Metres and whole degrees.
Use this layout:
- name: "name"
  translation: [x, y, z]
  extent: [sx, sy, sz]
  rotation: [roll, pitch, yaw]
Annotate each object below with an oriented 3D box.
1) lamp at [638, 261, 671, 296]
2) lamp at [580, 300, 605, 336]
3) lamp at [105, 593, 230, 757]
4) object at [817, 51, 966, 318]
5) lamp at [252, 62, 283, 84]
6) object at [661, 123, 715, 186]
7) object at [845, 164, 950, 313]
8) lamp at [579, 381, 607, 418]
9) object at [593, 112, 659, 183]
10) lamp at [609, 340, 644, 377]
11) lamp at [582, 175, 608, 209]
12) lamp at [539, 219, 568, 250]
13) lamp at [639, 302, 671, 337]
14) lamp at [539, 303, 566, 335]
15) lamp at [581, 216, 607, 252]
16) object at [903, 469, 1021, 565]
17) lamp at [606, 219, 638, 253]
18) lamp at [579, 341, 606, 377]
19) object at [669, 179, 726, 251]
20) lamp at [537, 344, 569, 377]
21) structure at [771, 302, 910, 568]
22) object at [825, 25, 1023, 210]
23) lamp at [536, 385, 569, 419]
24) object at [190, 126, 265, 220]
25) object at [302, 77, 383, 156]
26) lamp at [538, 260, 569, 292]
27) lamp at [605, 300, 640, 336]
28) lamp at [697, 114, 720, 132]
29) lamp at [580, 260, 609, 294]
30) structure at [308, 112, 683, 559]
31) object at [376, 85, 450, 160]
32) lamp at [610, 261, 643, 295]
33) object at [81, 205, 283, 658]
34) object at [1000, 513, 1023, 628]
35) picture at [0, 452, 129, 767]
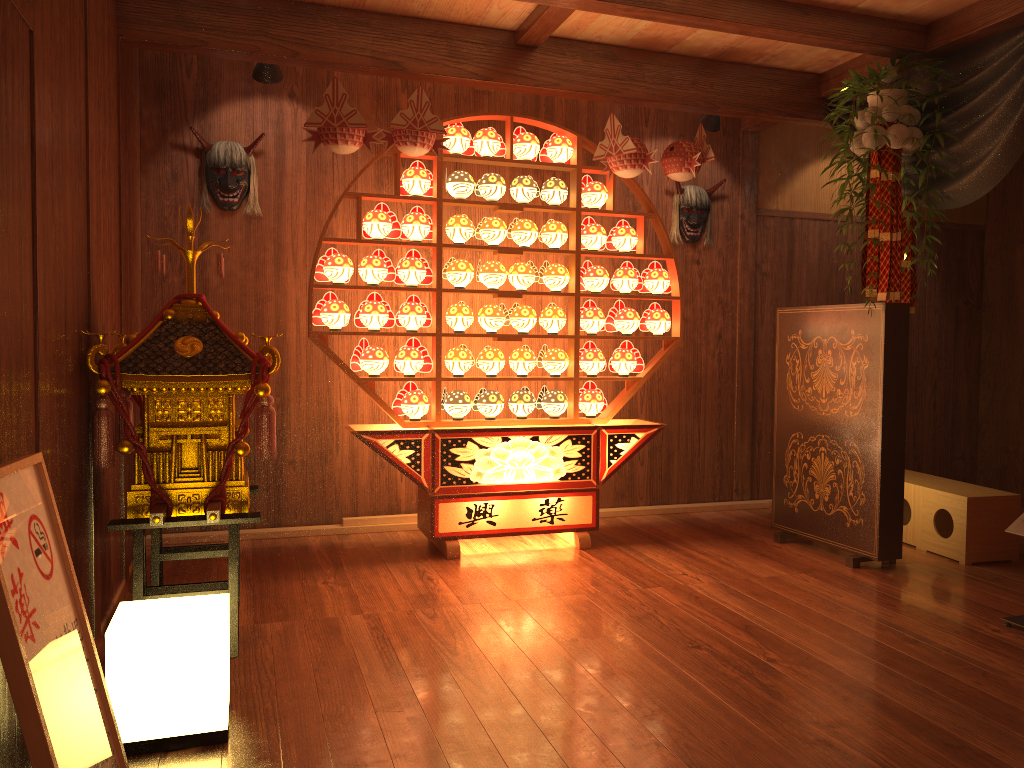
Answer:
- name: "lamp"
  translation: [0.794, -0.579, 4.821]
  extent: [0.201, 0.200, 0.156]
  rotation: [0, 3, -4]
- name: "lamp"
  translation: [0.428, -0.355, 4.700]
  extent: [0.191, 0.195, 0.155]
  rotation: [0, 3, -9]
- name: "lamp"
  translation: [-0.906, 0.763, 2.356]
  extent: [0.286, 0.315, 0.274]
  rotation: [0, 3, -18]
- name: "object"
  translation: [1.753, -0.930, 4.151]
  extent: [0.587, 1.260, 0.689]
  rotation: [-1, 3, -29]
- name: "lamp"
  translation: [-1.138, -1.493, 4.152]
  extent: [0.140, 0.176, 0.169]
  rotation: [-1, 3, -33]
- name: "object"
  translation: [0.880, -1.205, 4.571]
  extent: [0.234, 0.318, 0.357]
  rotation: [0, 3, -23]
- name: "object"
  translation: [2.185, -0.970, 5.116]
  extent: [0.768, 1.260, 0.524]
  rotation: [-1, 3, -33]
- name: "lamp"
  translation: [0.424, 0.083, 4.724]
  extent: [0.196, 0.197, 0.156]
  rotation: [0, 3, -4]
- name: "object"
  translation: [0.580, -1.191, 4.462]
  extent: [0.249, 0.314, 0.352]
  rotation: [-2, 4, -41]
- name: "lamp"
  translation: [0.603, -0.138, 4.776]
  extent: [0.197, 0.200, 0.160]
  rotation: [1, 3, 16]
- name: "lamp"
  translation: [0.443, -1.017, 4.673]
  extent: [0.207, 0.200, 0.152]
  rotation: [-1, 3, -34]
- name: "lamp"
  translation: [0.224, -0.783, 4.604]
  extent: [0.142, 0.173, 0.154]
  rotation: [0, 3, -13]
- name: "lamp"
  translation: [0.802, -0.355, 4.835]
  extent: [0.185, 0.192, 0.155]
  rotation: [0, 3, -9]
- name: "lamp"
  translation: [0.215, -0.343, 4.624]
  extent: [0.140, 0.173, 0.156]
  rotation: [0, 3, -3]
- name: "lamp"
  translation: [0.435, -0.797, 4.680]
  extent: [0.205, 0.200, 0.154]
  rotation: [0, 3, -19]
- name: "object"
  translation: [2.202, 0.677, 4.910]
  extent: [0.331, 0.330, 1.269]
  rotation: [0, 3, -13]
- name: "lamp"
  translation: [0.606, -0.796, 4.743]
  extent: [0.190, 0.195, 0.156]
  rotation: [0, 3, -4]
- name: "lamp"
  translation: [0.429, -0.134, 4.711]
  extent: [0.188, 0.194, 0.155]
  rotation: [0, 3, -9]
- name: "object"
  translation: [1.137, -1.044, 5.467]
  extent: [0.372, 0.453, 0.135]
  rotation: [0, 3, -20]
- name: "lamp"
  translation: [0.235, -0.123, 4.644]
  extent: [0.152, 0.173, 0.144]
  rotation: [3, 3, 37]
- name: "structure"
  translation: [1.633, 0.230, 4.466]
  extent: [0.278, 1.250, 0.780]
  rotation: [0, 3, -21]
- name: "object"
  translation: [1.969, -1.194, 4.189]
  extent: [0.097, 0.751, 1.469]
  rotation: [0, 3, -17]
- name: "lamp"
  translation: [0.232, 0.096, 4.656]
  extent: [0.152, 0.173, 0.144]
  rotation: [3, 3, 37]
- name: "object"
  translation: [-1.449, -1.062, 4.530]
  extent: [0.372, 0.453, 0.135]
  rotation: [0, 3, -20]
- name: "object"
  translation: [-0.766, -1.189, 3.973]
  extent: [0.363, 0.311, 0.240]
  rotation: [1, 3, 6]
- name: "lamp"
  translation: [0.237, -0.563, 4.624]
  extent: [0.151, 0.173, 0.144]
  rotation: [3, 4, 42]
- name: "lamp"
  translation: [0.627, -0.358, 4.772]
  extent: [0.207, 0.200, 0.152]
  rotation: [-1, 3, -34]
- name: "lamp"
  translation: [1.110, -1.502, 4.966]
  extent: [0.135, 0.177, 0.175]
  rotation: [1, 3, 2]
- name: "lamp"
  translation: [0.454, -0.571, 4.700]
  extent: [0.196, 0.187, 0.152]
  rotation: [-1, 3, -38]
- name: "structure"
  translation: [-0.024, -0.268, 4.544]
  extent: [2.005, 2.195, 0.479]
  rotation: [0, 3, -20]
- name: "object"
  translation: [-0.455, -1.200, 4.091]
  extent: [0.355, 0.306, 0.210]
  rotation: [0, 3, -19]
- name: "lamp"
  translation: [0.610, -0.574, 4.758]
  extent: [0.179, 0.191, 0.159]
  rotation: [1, 3, 11]
- name: "object"
  translation: [-1.155, 0.122, 3.187]
  extent: [0.621, 1.514, 0.791]
  rotation: [0, 3, -18]
- name: "object"
  translation: [2.028, 0.638, 3.266]
  extent: [0.307, 0.560, 0.245]
  rotation: [0, 3, -19]
- name: "picture"
  translation: [-0.938, 0.554, 1.810]
  extent: [0.218, 0.787, 0.395]
  rotation: [0, 3, -12]
